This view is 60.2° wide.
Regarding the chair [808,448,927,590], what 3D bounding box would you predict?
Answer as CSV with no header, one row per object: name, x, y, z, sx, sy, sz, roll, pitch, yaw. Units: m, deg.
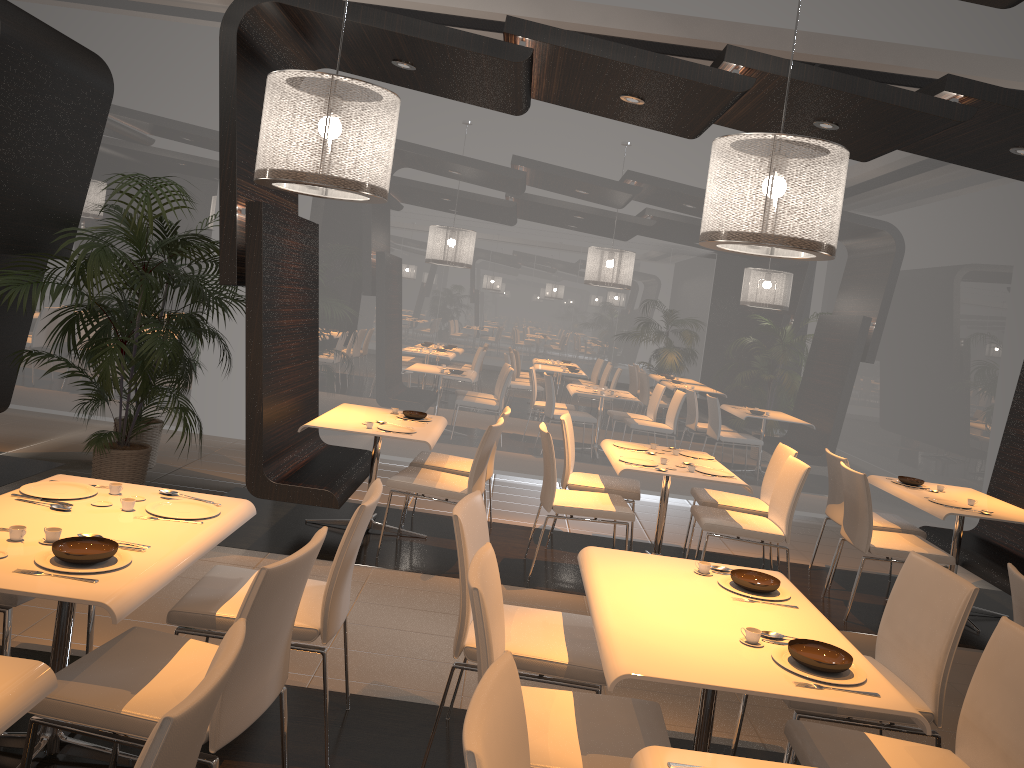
chair,2.421,0.939,6.030,0.605,0.869,0.484,8,2,3

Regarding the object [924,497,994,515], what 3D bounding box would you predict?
object,2.738,0.730,5.384,0.334,0.038,0.378,7,5,-6

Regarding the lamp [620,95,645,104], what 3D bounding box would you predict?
lamp,0.777,-1.844,5.691,0.161,0.056,0.162,7,5,-5

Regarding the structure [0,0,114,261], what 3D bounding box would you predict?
structure,-5.882,-2.065,5.734,5.932,1.726,1.405,8,2,0

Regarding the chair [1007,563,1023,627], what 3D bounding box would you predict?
chair,2.031,1.153,3.050,0.606,0.873,0.484,8,2,8

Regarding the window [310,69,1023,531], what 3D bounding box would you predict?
window,1.310,-0.967,7.955,6.578,3.977,0.070,8,1,0

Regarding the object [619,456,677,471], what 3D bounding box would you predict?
object,0.827,0.474,5.379,0.334,0.038,0.378,7,5,-6

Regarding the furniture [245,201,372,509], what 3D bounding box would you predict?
furniture,-1.240,-0.229,5.713,0.757,1.673,1.405,8,2,0

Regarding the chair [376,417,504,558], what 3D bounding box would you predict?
chair,-0.413,0.615,5.386,0.606,0.869,0.484,8,2,8

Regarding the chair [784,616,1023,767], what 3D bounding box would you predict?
chair,1.096,1.085,2.372,0.605,0.869,0.484,8,2,3

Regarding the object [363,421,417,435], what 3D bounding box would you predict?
object,-0.756,0.254,5.461,0.334,0.038,0.379,7,5,-11

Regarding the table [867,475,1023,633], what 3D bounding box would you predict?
table,2.856,1.102,5.702,0.800,0.724,1.151,8,4,0

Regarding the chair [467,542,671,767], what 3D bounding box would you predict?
chair,0.127,0.955,2.394,0.605,0.873,0.484,8,2,3

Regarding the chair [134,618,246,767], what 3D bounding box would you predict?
chair,-0.865,0.894,1.582,0.605,0.873,0.485,8,2,-2

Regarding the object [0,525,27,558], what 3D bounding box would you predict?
object,-1.524,0.421,2.411,0.334,0.038,0.378,7,5,-6

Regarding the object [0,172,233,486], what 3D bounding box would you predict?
object,-2.425,-0.273,5.613,1.559,2.058,1.510,7,2,-6

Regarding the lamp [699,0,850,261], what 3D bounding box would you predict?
lamp,1.332,-1.584,4.188,0.629,1.928,0.624,8,1,28

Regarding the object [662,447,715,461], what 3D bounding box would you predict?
object,1.208,0.464,6.065,0.334,0.038,0.379,7,5,-11

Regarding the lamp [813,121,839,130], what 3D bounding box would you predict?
lamp,2.022,-1.676,5.682,0.161,0.056,0.162,7,5,-5

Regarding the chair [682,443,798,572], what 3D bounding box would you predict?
chair,1.555,0.825,6.026,0.605,0.873,0.484,8,2,3

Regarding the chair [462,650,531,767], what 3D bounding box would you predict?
chair,0.168,1.033,1.573,0.606,0.873,0.484,8,2,8

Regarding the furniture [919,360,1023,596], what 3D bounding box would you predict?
furniture,3.372,0.393,5.682,0.757,1.673,1.405,8,2,0

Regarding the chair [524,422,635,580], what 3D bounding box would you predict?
chair,0.411,0.728,5.384,0.605,0.873,0.485,8,2,-2

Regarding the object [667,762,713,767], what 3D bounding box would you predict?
object,0.453,0.762,1.562,0.334,0.038,0.378,7,5,-6

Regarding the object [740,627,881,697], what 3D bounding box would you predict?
object,0.793,0.731,2.394,0.303,0.044,0.366,8,5,-1

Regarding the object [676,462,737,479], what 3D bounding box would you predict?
object,1.188,0.516,5.449,0.334,0.038,0.379,7,5,-11

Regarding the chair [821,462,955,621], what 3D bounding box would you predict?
chair,2.291,0.980,5.396,0.605,0.873,0.484,8,2,3

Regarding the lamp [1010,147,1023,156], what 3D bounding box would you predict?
lamp,3.286,-1.506,5.674,0.161,0.056,0.162,7,5,-5

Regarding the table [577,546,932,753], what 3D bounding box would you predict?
table,0.718,1.079,2.727,1.053,0.724,1.151,8,4,0

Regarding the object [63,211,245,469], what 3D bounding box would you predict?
object,-2.635,-0.398,6.698,1.498,2.058,1.571,6,3,-38

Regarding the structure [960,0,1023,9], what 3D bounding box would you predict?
structure,-1.111,-1.095,1.962,10.660,1.735,2.910,8,4,0

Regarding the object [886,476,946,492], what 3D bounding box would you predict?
object,2.749,0.674,6.002,0.303,0.044,0.366,8,5,-1

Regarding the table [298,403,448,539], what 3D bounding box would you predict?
table,-0.902,0.594,5.746,0.800,0.724,1.151,8,4,0

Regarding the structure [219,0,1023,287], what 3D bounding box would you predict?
structure,1.215,-1.107,5.686,5.932,1.726,1.405,8,2,0

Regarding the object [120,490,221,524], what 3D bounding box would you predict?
object,-1.180,0.409,3.075,0.334,0.038,0.379,7,5,-11

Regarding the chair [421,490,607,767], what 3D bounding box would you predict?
chair,0.050,0.882,3.079,0.606,0.869,0.484,8,2,8

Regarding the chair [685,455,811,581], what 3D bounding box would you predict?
chair,1.426,0.862,5.392,0.605,0.869,0.484,8,2,3

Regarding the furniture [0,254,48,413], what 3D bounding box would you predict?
furniture,-3.725,-0.564,5.730,0.757,1.673,1.405,8,2,0

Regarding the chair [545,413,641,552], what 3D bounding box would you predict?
chair,0.577,0.688,6.066,0.606,0.869,0.484,8,2,8

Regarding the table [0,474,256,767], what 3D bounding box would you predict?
table,-1.393,0.794,2.738,0.800,0.724,1.151,8,4,0

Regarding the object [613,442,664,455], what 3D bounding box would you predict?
object,0.861,0.425,5.987,0.334,0.038,0.378,7,5,-6

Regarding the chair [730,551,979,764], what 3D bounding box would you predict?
chair,1.172,1.034,3.064,0.605,0.869,0.485,8,2,-2

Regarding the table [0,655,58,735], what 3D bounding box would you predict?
table,-1.368,0.930,1.245,0.800,0.724,1.151,8,4,0

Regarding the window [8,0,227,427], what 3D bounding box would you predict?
window,-5.825,-1.930,8.004,6.578,3.977,0.070,8,1,0

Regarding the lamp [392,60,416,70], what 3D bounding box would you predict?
lamp,-0.695,-2.070,5.701,0.160,0.054,0.161,8,5,6

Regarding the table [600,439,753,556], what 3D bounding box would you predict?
table,0.971,0.848,5.722,0.800,0.724,1.151,8,4,0

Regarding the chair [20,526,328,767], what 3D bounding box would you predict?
chair,-0.889,0.820,2.383,0.606,0.873,0.484,8,2,8

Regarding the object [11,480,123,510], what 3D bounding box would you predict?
object,-1.519,0.367,3.025,0.334,0.038,0.378,7,5,-6

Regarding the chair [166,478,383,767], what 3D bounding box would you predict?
chair,-0.813,0.766,3.074,0.605,0.869,0.485,8,2,-2

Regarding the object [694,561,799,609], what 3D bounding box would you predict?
object,0.798,0.674,3.043,0.303,0.044,0.366,8,5,-1

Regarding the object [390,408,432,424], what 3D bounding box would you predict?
object,-0.691,0.209,6.034,0.303,0.044,0.366,8,5,-1

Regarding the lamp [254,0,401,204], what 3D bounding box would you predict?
lamp,-0.779,-1.869,4.203,0.629,1.928,0.624,8,1,28

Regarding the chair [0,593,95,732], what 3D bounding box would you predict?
chair,-1.828,0.630,3.073,0.606,0.869,0.484,8,2,8

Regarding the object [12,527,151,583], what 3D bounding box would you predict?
object,-1.202,0.458,2.453,0.303,0.044,0.366,8,5,-1

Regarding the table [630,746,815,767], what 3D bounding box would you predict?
table,0.589,1.194,1.232,0.800,0.724,1.151,8,4,0

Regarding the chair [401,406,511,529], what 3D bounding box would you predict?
chair,-0.365,0.568,6.021,0.605,0.873,0.484,8,2,3
